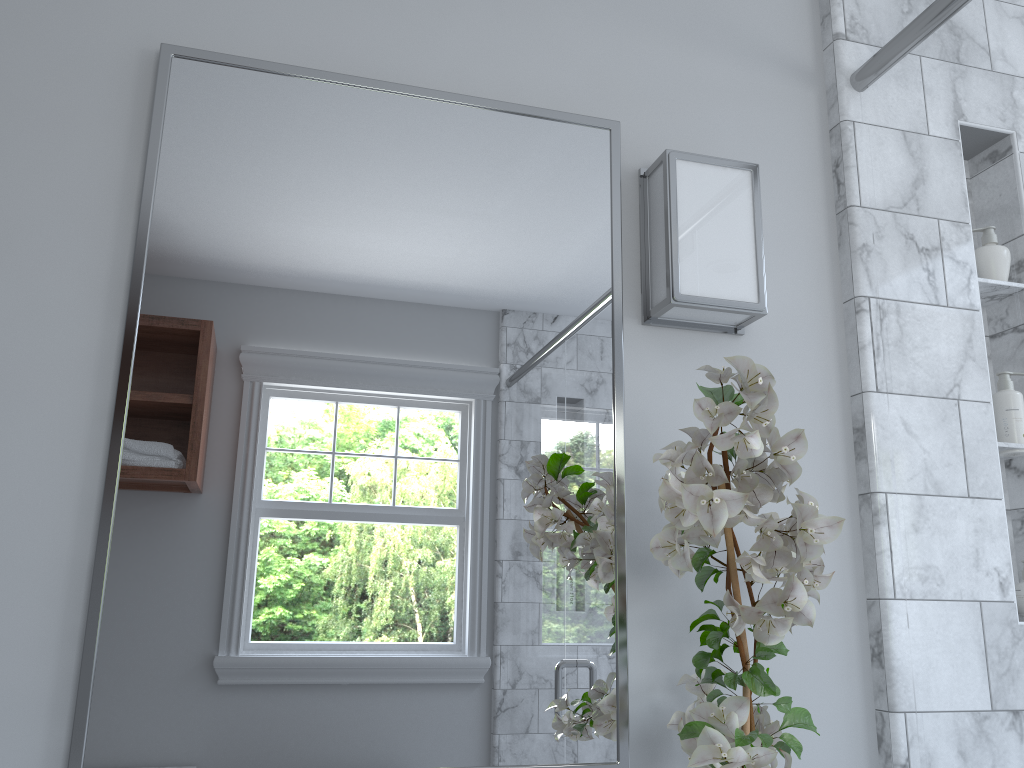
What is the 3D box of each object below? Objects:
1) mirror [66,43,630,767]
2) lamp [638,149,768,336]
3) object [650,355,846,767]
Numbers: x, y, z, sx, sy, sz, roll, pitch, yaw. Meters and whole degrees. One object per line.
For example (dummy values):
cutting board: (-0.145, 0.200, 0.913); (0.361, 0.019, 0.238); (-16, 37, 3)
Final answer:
mirror: (-0.171, 0.026, 1.229); (0.694, 0.977, 0.030); (5, -15, -15)
lamp: (0.301, -0.224, 1.396); (0.175, 0.266, 0.091); (5, -15, -15)
object: (0.276, 0.352, 1.032); (0.225, 0.706, 0.374); (-3, -15, 15)
